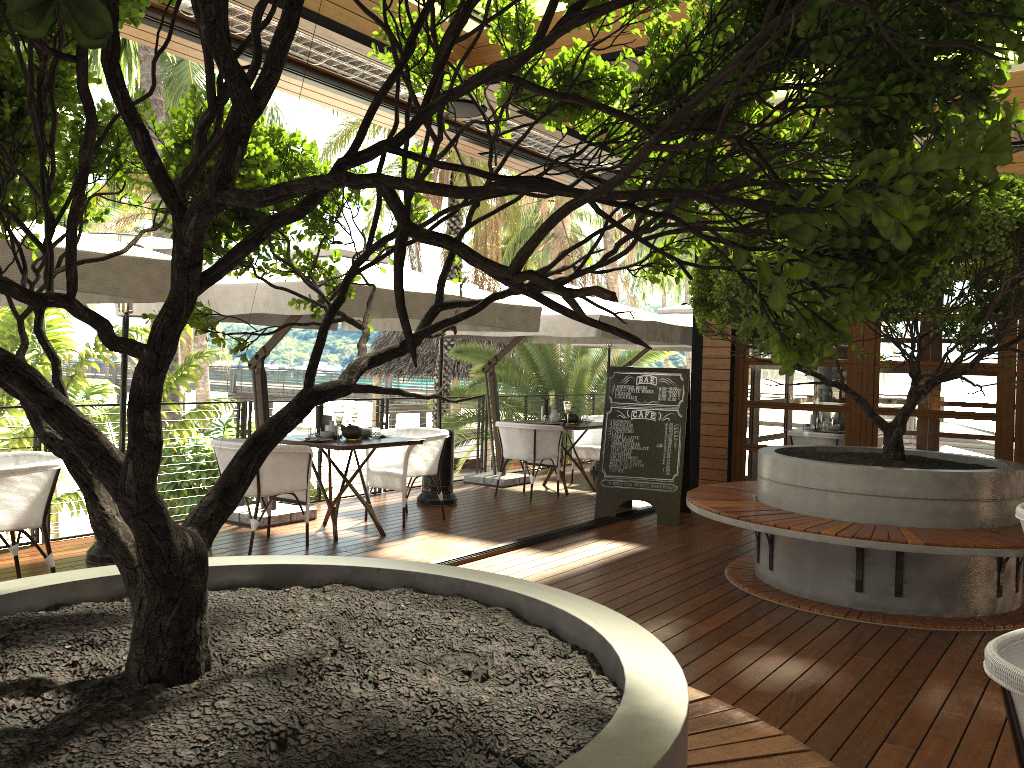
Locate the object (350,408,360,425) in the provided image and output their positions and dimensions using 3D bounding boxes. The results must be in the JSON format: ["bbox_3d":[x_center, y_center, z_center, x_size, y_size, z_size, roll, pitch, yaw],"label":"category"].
[{"bbox_3d":[-1.311,0.315,7.368,0.082,0.227,0.082,2,0,36],"label":"object"}]

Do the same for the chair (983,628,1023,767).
[{"bbox_3d":[1.370,0.994,1.886,0.627,0.788,0.617,1,1,-34],"label":"chair"}]

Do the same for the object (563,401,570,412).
[{"bbox_3d":[0.621,0.310,10.140,0.082,0.227,0.082,2,0,36],"label":"object"}]

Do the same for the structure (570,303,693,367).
[{"bbox_3d":[2.436,0.010,12.665,2.414,2.332,2.413,2,1,35],"label":"structure"}]

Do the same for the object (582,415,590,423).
[{"bbox_3d":[0.829,0.393,9.961,0.086,0.086,0.086,2,1,40],"label":"object"}]

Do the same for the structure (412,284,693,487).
[{"bbox_3d":[0.505,0.015,9.895,2.414,2.332,2.413,2,1,35],"label":"structure"}]

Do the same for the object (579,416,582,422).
[{"bbox_3d":[0.729,0.400,10.011,0.116,0.065,0.116,3,1,39],"label":"object"}]

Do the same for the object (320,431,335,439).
[{"bbox_3d":[-1.444,0.405,6.942,0.116,0.065,0.116,2,1,33],"label":"object"}]

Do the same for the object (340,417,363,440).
[{"bbox_3d":[-1.265,0.351,7.032,0.163,0.179,0.168,2,1,37],"label":"object"}]

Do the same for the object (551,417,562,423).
[{"bbox_3d":[0.489,0.400,9.714,0.116,0.065,0.116,3,1,39],"label":"object"}]

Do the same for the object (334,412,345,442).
[{"bbox_3d":[-1.330,0.327,6.811,0.082,0.227,0.082,2,0,24],"label":"object"}]

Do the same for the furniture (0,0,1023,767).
[{"bbox_3d":[-0.537,-0.002,1.551,2.617,2.722,2.694,2,1,25],"label":"furniture"}]

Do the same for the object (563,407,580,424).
[{"bbox_3d":[0.667,0.346,9.808,0.168,0.179,0.163,2,1,33],"label":"object"}]

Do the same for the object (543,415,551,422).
[{"bbox_3d":[0.387,0.385,9.760,0.086,0.086,0.086,2,1,40],"label":"object"}]

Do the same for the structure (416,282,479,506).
[{"bbox_3d":[-0.702,0.071,8.681,0.699,2.192,0.699,2,0,23],"label":"structure"}]

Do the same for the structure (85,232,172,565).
[{"bbox_3d":[-2.606,0.076,5.949,0.699,2.192,0.699,2,0,23],"label":"structure"}]

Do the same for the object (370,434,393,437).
[{"bbox_3d":[-1.154,0.423,7.395,0.295,0.025,0.170,3,2,35],"label":"object"}]

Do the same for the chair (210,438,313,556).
[{"bbox_3d":[-1.841,0.793,6.420,0.627,0.788,0.616,2,1,36],"label":"chair"}]

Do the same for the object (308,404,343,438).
[{"bbox_3d":[-1.510,0.298,7.206,0.263,0.264,0.263,2,1,-10],"label":"object"}]

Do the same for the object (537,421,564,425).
[{"bbox_3d":[0.438,0.422,9.558,0.295,0.025,0.170,3,2,35],"label":"object"}]

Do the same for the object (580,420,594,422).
[{"bbox_3d":[0.779,0.418,10.167,0.295,0.025,0.170,3,2,35],"label":"object"}]

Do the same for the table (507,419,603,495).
[{"bbox_3d":[0.578,0.805,9.899,0.932,0.749,0.931,2,1,35],"label":"table"}]

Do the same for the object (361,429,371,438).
[{"bbox_3d":[-1.204,0.405,7.238,0.116,0.065,0.116,2,1,33],"label":"object"}]

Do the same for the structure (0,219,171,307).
[{"bbox_3d":[-3.357,0.025,4.355,2.414,2.332,2.413,2,1,35],"label":"structure"}]

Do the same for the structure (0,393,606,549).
[{"bbox_3d":[-4.846,0.732,4.189,0.163,1.153,26.263,2,1,35],"label":"structure"}]

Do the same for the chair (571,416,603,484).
[{"bbox_3d":[1.062,0.787,10.542,0.627,0.788,0.616,2,1,36],"label":"chair"}]

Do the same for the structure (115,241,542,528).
[{"bbox_3d":[-1.426,0.020,7.125,2.414,2.332,2.413,2,1,35],"label":"structure"}]

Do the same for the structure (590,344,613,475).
[{"bbox_3d":[1.241,0.066,11.469,0.699,2.192,0.699,2,0,23],"label":"structure"}]

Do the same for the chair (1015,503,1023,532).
[{"bbox_3d":[2.684,0.983,4.108,0.617,0.788,0.627,2,1,41],"label":"chair"}]

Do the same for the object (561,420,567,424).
[{"bbox_3d":[0.569,0.415,9.659,0.080,0.042,0.080,2,1,26],"label":"object"}]

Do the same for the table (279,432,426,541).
[{"bbox_3d":[-1.358,0.810,7.122,0.932,0.749,0.931,2,1,35],"label":"table"}]

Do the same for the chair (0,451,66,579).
[{"bbox_3d":[-2.853,0.797,4.925,0.627,0.788,0.616,2,1,36],"label":"chair"}]

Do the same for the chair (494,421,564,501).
[{"bbox_3d":[0.154,0.788,9.281,0.627,0.788,0.616,2,1,36],"label":"chair"}]

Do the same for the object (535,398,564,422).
[{"bbox_3d":[0.423,0.293,9.978,0.263,0.264,0.263,2,1,-10],"label":"object"}]

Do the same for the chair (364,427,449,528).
[{"bbox_3d":[-0.899,0.792,7.728,0.627,0.788,0.616,2,1,36],"label":"chair"}]

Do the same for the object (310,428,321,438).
[{"bbox_3d":[-1.545,0.390,6.988,0.086,0.086,0.086,2,1,40],"label":"object"}]

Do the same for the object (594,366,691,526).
[{"bbox_3d":[1.258,0.540,8.313,0.768,1.397,0.771,2,0,19],"label":"object"}]

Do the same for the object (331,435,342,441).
[{"bbox_3d":[-1.363,0.420,6.887,0.080,0.042,0.080,2,1,-4],"label":"object"}]

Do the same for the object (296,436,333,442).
[{"bbox_3d":[-1.495,0.427,6.786,0.295,0.025,0.170,3,2,35],"label":"object"}]

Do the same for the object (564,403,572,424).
[{"bbox_3d":[0.602,0.322,9.583,0.082,0.227,0.082,2,0,36],"label":"object"}]

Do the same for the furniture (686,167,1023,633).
[{"bbox_3d":[2.483,-0.007,5.762,2.569,2.722,2.720,2,1,0],"label":"furniture"}]

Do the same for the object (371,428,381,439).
[{"bbox_3d":[-1.103,0.398,7.189,0.086,0.086,0.086,2,1,40],"label":"object"}]
